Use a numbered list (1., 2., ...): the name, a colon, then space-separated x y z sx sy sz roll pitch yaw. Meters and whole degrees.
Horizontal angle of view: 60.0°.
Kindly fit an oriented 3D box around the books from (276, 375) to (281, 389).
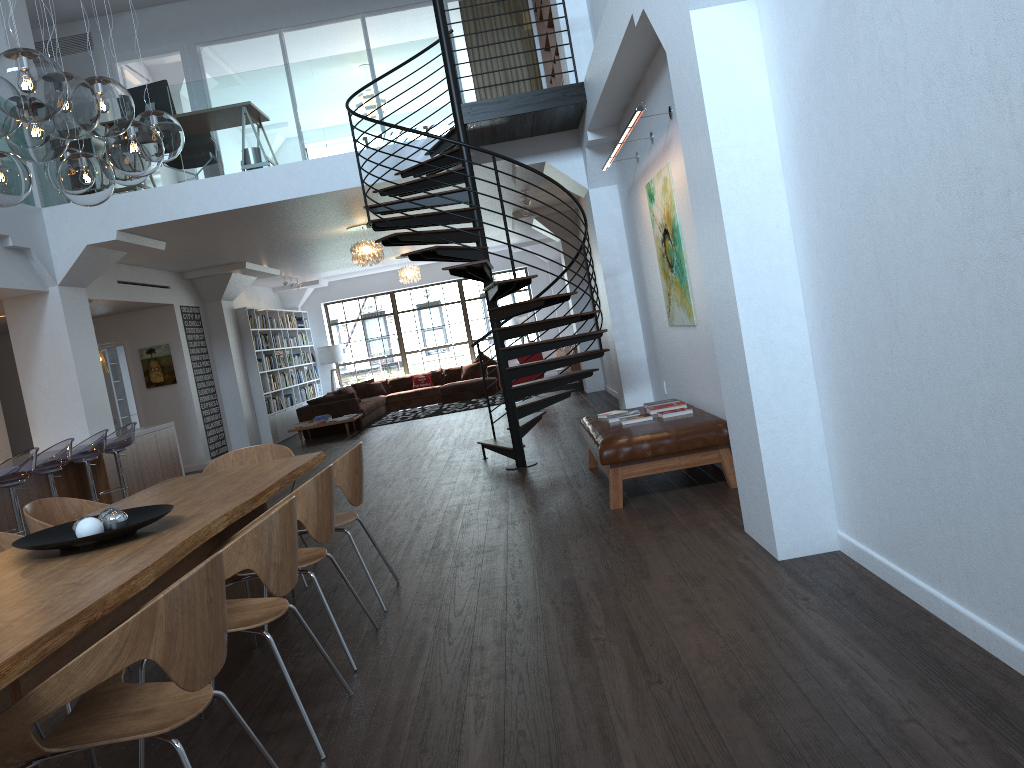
1. books: -4.384 -0.021 16.358 0.183 0.253 0.034 -10 4 1

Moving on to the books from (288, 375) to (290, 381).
1. books: -4.390 -0.059 17.146 0.168 0.231 0.037 -10 4 0

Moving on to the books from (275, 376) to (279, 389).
1. books: -4.384 -0.012 16.222 0.183 0.253 0.034 -10 4 1

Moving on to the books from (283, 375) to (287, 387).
1. books: -4.387 -0.043 16.820 0.174 0.240 0.045 -10 4 0

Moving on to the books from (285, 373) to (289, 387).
1. books: -4.386 -0.061 16.942 0.180 0.259 0.060 -10 4 0

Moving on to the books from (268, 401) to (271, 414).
1. books: -4.307 0.425 15.470 0.161 0.223 0.032 -10 4 1

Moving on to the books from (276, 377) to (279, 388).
1. books: -4.388 -0.013 16.255 0.183 0.253 0.034 -10 4 1

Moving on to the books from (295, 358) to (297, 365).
1. books: -4.416 -0.449 17.923 0.106 0.162 0.030 -10 4 1

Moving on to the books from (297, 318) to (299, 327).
1. books: -4.596 -1.278 18.694 0.183 0.253 0.042 -10 4 1

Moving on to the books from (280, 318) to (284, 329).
1. books: -4.575 -1.169 17.368 0.161 0.207 0.130 -10 4 0

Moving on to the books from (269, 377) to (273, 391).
1. books: -4.388 0.014 15.898 0.171 0.246 0.057 -10 4 1

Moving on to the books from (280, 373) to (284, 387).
1. books: -4.388 -0.056 16.620 0.176 0.290 0.053 -10 4 0

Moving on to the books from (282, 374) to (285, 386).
1. books: -4.380 -0.043 16.698 0.183 0.253 0.034 -10 4 0

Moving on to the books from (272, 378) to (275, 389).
1. books: -4.407 0.010 16.056 0.174 0.240 0.045 -10 4 1

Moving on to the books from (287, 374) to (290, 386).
1. books: -4.390 -0.059 17.079 0.174 0.240 0.045 -10 4 0

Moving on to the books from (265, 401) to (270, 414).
1. books: -4.312 0.422 15.394 0.174 0.240 0.054 -10 4 1

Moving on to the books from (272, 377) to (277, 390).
1. books: -4.385 0.000 16.107 0.171 0.246 0.057 -10 4 1

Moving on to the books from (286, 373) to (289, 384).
1. books: -4.391 -0.063 17.040 0.183 0.253 0.034 -10 4 0

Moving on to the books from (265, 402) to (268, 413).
1. books: -4.323 0.423 15.320 0.160 0.251 0.031 -10 4 1

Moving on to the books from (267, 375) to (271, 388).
1. books: -4.374 -0.006 15.760 0.140 0.298 0.044 -10 4 1

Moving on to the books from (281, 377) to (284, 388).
1. books: -4.373 -0.022 16.583 0.161 0.223 0.026 -10 4 0

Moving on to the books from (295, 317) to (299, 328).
1. books: -4.602 -1.274 18.651 0.183 0.253 0.042 -10 4 1

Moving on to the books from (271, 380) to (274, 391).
1. books: -4.386 0.023 15.941 0.161 0.223 0.027 -10 4 1

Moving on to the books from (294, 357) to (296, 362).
1. books: -4.423 -0.448 17.898 0.120 0.167 0.019 -10 4 1

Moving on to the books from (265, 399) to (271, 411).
1. books: -4.324 0.410 15.506 0.183 0.253 0.042 -10 4 1

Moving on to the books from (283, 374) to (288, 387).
1. books: -4.378 -0.054 16.859 0.183 0.253 0.034 -10 4 0

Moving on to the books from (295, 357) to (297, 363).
1. books: -4.417 -0.453 17.947 0.107 0.167 0.016 -10 4 1

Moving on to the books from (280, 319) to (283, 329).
1. books: -4.585 -1.179 17.313 0.174 0.236 0.136 -10 4 0

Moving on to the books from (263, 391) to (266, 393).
1. books: -4.393 0.156 15.395 0.197 0.035 0.284 -11 4 -9

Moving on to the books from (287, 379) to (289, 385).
1. books: -4.381 -0.048 17.011 0.161 0.223 0.027 -10 4 0

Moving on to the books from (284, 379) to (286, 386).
1. books: -4.378 -0.034 16.786 0.161 0.223 0.027 -10 4 0

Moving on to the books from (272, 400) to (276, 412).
1. books: -4.312 0.404 15.792 0.161 0.223 0.032 -10 4 1

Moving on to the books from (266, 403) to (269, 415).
1. books: -4.312 0.433 15.352 0.161 0.223 0.032 -10 4 1

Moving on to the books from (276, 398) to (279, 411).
1. books: -4.320 0.379 16.020 0.171 0.246 0.039 -10 4 1

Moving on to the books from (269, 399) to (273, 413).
1. books: -4.323 0.405 15.589 0.180 0.251 0.048 -10 4 1

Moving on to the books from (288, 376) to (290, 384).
1. books: -4.378 -0.055 17.115 0.161 0.223 0.026 -10 4 0

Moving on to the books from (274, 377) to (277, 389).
1. books: -4.389 0.005 16.154 0.168 0.231 0.037 -10 4 1

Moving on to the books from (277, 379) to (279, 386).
1. books: -4.387 -0.017 16.328 0.160 0.250 0.026 -10 4 1

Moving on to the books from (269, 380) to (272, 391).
1. books: -4.372 0.037 15.809 0.144 0.207 0.048 -10 4 1

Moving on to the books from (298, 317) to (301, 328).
1. books: -4.596 -1.287 18.825 0.183 0.253 0.042 -10 4 1

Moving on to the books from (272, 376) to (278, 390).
1. books: -4.388 -0.009 16.188 0.183 0.253 0.034 -10 4 1

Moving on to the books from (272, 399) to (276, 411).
1. books: -4.323 0.399 15.836 0.176 0.231 0.053 -10 4 1

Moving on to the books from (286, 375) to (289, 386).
1. books: -4.382 -0.060 16.984 0.160 0.250 0.026 -10 4 0

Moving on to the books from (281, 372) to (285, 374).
1. books: -4.390 -0.073 16.893 0.176 0.290 0.036 -10 4 0

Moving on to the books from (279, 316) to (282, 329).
1. books: -4.586 -1.182 17.225 0.183 0.253 0.042 -10 4 1

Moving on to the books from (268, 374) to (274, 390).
1. books: -4.395 -0.013 15.979 0.176 0.290 0.053 -10 4 1

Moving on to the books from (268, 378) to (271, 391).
1. books: -4.387 0.025 15.711 0.189 0.247 0.057 -10 4 1

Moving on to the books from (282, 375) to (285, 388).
1. books: -4.383 -0.040 16.665 0.183 0.253 0.034 -10 4 0

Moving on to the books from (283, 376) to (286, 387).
1. books: -4.382 -0.042 16.743 0.171 0.246 0.057 -10 4 0

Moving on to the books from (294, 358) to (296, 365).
1. books: -4.420 -0.440 17.862 0.110 0.153 0.018 -10 4 1

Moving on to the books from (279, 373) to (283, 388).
1. books: -4.395 -0.044 16.510 0.198 0.284 0.066 -10 4 0

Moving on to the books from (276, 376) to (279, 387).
1. books: -4.394 -0.008 16.294 0.174 0.240 0.045 -10 4 1

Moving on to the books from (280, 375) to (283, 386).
1. books: -4.378 -0.033 16.557 0.160 0.250 0.026 -10 4 0

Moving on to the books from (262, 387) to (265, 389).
1. books: -4.407 0.091 15.386 0.174 0.032 0.254 -10 4 -4
